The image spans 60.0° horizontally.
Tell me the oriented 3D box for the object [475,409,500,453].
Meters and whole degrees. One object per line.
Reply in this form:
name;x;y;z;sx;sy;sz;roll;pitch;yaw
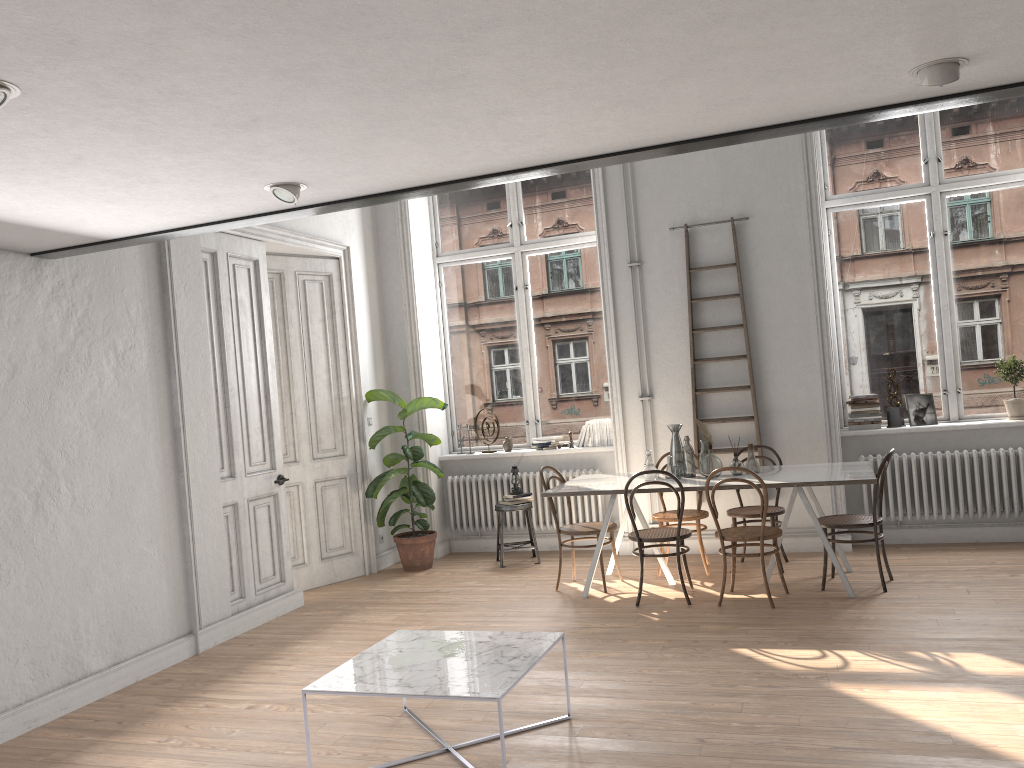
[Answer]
object;-0.232;0.448;8.527;0.087;0.425;0.347;-5;0;-38

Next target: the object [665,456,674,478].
object;1.165;0.612;6.533;0.083;0.158;0.083;-5;0;15

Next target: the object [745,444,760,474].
object;1.729;0.536;6.401;0.101;0.212;0.101;-5;0;-31

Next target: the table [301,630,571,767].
table;-0.285;1.373;3.799;0.849;0.392;0.849;-5;0;20

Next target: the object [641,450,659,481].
object;0.999;0.594;6.456;0.132;0.219;0.132;-5;0;9

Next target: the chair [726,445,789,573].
chair;1.894;0.955;6.861;0.438;0.920;0.549;-5;0;27

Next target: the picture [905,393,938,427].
picture;3.358;0.215;7.308;0.221;0.264;0.149;-5;0;3

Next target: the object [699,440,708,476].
object;1.423;0.542;6.517;0.098;0.255;0.100;-5;0;-4

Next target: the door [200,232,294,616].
door;-1.996;0.322;6.321;0.216;2.814;1.096;-5;0;21

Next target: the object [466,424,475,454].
object;-0.412;0.532;8.572;0.095;0.289;0.095;-5;0;42

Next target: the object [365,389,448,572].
object;1.378;0.534;6.864;5.829;1.842;0.792;-5;0;25

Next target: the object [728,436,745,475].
object;1.607;0.511;6.364;0.107;0.283;0.106;-5;0;15

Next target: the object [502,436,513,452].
object;-0.041;0.573;8.459;0.100;0.142;0.102;-5;0;-6

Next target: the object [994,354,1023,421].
object;4.081;0.015;7.004;0.500;0.524;0.234;-5;0;9

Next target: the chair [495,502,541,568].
chair;0.035;1.316;7.851;0.364;0.523;0.360;-5;0;-7

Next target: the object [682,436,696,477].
object;1.290;0.529;6.487;0.086;0.301;0.086;-5;0;5

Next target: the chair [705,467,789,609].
chair;1.545;0.976;5.866;0.438;0.920;0.549;-5;0;31

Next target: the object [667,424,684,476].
object;1.232;0.494;6.626;0.116;0.383;0.116;-5;0;31

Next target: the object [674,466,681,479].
object;1.193;0.641;6.424;0.058;0.094;0.058;-5;0;-42

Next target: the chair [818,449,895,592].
chair;2.344;0.910;6.030;0.549;0.920;0.437;-5;0;32

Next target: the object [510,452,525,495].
object;0.052;0.787;7.899;0.163;0.383;0.154;-5;0;-7

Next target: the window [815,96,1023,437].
window;10.086;-6.043;8.044;14.388;15.935;26.392;-5;0;20

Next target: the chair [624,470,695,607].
chair;1.008;1.023;6.097;0.438;0.920;0.549;-5;0;15

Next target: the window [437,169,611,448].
window;0.106;-0.841;8.570;1.623;2.843;0.013;-5;0;20

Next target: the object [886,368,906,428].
object;3.158;0.113;7.332;0.122;0.488;0.102;-5;0;44

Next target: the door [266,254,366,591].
door;-1.763;0.313;7.472;0.216;2.814;1.096;-5;0;44

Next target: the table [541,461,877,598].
table;1.452;1.057;6.399;2.201;0.780;1.100;-5;0;20

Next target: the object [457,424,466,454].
object;-0.503;0.540;8.666;0.095;0.289;0.095;-5;0;-39

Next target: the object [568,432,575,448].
object;0.548;0.517;8.210;0.048;0.153;0.088;-5;0;-10

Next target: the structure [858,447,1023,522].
structure;3.563;0.795;7.036;1.577;0.552;0.194;-5;0;20

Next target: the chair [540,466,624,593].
chair;0.523;1.068;6.705;0.549;0.920;0.437;-5;0;28

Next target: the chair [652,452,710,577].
chair;1.329;1.003;6.979;0.438;0.920;0.549;-5;0;18

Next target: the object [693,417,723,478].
object;1.415;0.445;6.346;0.157;0.446;0.157;-5;0;38

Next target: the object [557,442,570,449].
object;0.490;0.574;8.292;0.153;0.048;0.088;-5;0;-31
